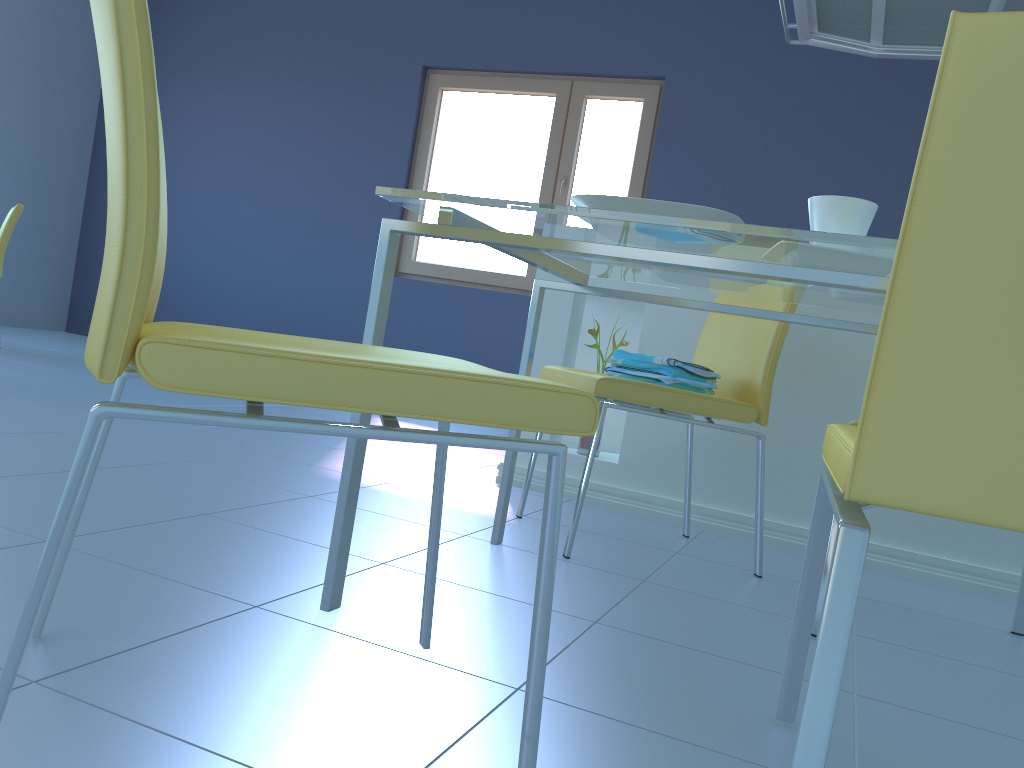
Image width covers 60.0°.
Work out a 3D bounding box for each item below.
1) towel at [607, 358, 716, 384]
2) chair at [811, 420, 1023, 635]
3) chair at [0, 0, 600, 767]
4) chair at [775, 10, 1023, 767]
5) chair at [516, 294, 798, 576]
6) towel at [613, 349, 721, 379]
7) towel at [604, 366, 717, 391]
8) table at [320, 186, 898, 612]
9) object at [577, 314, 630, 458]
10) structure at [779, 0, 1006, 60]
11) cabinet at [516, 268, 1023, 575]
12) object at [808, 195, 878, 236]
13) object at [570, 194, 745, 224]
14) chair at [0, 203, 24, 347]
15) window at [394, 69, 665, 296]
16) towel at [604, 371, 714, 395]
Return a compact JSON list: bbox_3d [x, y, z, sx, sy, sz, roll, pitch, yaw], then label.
[{"bbox_3d":[0.344,-0.030,2.029,0.192,0.027,0.195,12,3,42],"label":"towel"},{"bbox_3d":[0.843,0.128,1.663,0.387,0.695,0.484,10,2,23],"label":"chair"},{"bbox_3d":[-0.212,-0.018,0.887,0.484,0.695,0.387,9,2,-21],"label":"chair"},{"bbox_3d":[0.490,0.103,0.810,0.387,0.695,0.484,10,2,18],"label":"chair"},{"bbox_3d":[0.347,0.030,2.043,0.484,0.695,0.387,9,2,-16],"label":"chair"},{"bbox_3d":[0.350,-0.045,2.028,0.195,0.033,0.190,7,3,-43],"label":"towel"},{"bbox_3d":[0.340,-0.015,2.027,0.195,0.024,0.201,7,3,-44],"label":"towel"},{"bbox_3d":[0.436,0.132,1.332,1.173,0.590,0.730,10,2,21],"label":"table"},{"bbox_3d":[0.256,0.003,2.623,0.067,0.423,0.229,8,3,-38],"label":"object"},{"bbox_3d":[1.303,-1.523,2.555,0.895,0.962,0.695,10,2,21],"label":"structure"},{"bbox_3d":[1.253,0.080,3.368,2.139,0.800,2.200,10,2,21],"label":"cabinet"},{"bbox_3d":[0.453,-0.204,1.210,0.111,0.083,0.091,9,2,-7],"label":"object"},{"bbox_3d":[0.195,-0.213,1.184,0.228,0.020,0.228,10,2,18],"label":"object"},{"bbox_3d":[-2.677,-0.565,4.276,0.484,0.699,0.387,8,3,-33],"label":"chair"},{"bbox_3d":[0.065,-1.147,5.095,1.475,1.263,0.142,10,2,21],"label":"window"},{"bbox_3d":[0.338,-0.002,2.033,0.201,0.024,0.195,11,3,40],"label":"towel"}]
